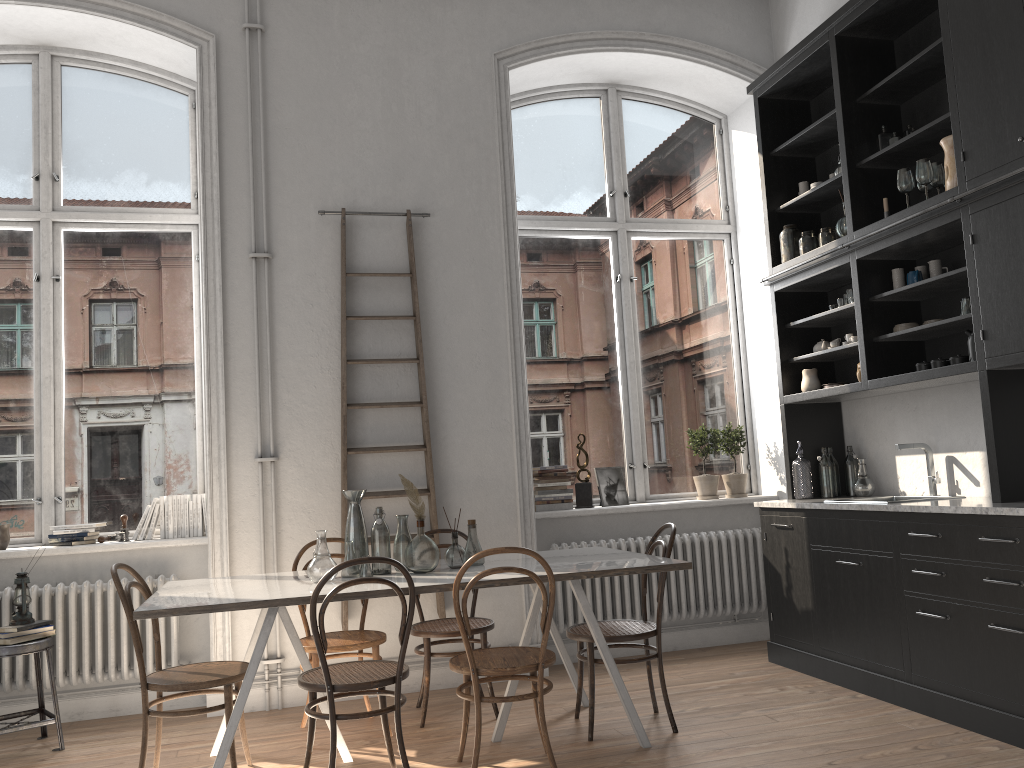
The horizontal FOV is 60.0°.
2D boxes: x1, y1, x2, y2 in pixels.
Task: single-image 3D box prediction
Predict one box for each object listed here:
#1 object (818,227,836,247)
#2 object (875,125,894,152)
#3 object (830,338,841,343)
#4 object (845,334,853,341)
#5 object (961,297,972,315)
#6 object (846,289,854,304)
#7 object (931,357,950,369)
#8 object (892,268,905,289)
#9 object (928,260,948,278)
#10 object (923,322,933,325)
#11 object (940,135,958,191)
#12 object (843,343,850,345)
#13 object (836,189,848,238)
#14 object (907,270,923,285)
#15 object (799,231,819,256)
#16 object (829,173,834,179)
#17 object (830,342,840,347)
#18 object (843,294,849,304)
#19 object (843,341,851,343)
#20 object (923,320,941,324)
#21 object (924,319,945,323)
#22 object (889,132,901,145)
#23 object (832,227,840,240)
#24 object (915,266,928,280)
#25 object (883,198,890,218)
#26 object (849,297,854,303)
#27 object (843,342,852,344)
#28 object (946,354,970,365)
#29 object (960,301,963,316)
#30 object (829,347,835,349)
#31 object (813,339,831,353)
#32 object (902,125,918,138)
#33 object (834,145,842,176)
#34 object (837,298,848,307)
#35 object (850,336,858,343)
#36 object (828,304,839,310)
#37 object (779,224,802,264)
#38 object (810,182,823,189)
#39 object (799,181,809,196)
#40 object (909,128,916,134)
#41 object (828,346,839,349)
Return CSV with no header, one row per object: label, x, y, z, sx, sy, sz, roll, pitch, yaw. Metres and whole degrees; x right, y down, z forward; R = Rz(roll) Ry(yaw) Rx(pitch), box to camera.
object,1.856,-0.839,5.222,0.096,0.150,0.097,0,-6,-27
object,2.010,-1.299,4.773,0.084,0.199,0.065,-4,-6,7
object,1.903,-0.244,5.226,0.055,0.047,0.058,-3,-6,-1
object,1.935,-0.258,5.082,0.039,0.055,0.049,-4,-6,5
object,2.151,-0.359,4.193,0.058,0.094,0.058,-6,-6,24
object,1.933,-0.483,5.033,0.060,0.107,0.060,-4,-6,12
object,2.072,-0.099,4.287,0.088,0.059,0.104,1,-7,-37
object,2.054,-0.539,4.698,0.059,0.135,0.082,-8,-8,42
object,2.178,-0.564,4.533,0.059,0.135,0.082,0,-7,-32
object,2.184,-0.293,4.565,0.132,0.038,0.132,-7,-7,32
object,2.066,-1.022,4.150,0.094,0.266,0.116,-6,-6,26
object,1.937,-0.221,5.072,0.085,0.015,0.085,0,-7,-29
object,1.852,-0.977,4.907,0.134,0.357,0.134,-6,-6,29
object,2.081,-0.532,4.583,0.082,0.093,0.140,-8,-7,39
object,1.777,-0.829,5.305,0.114,0.155,0.114,-2,-6,-12
object,1.955,-1.203,5.356,0.059,0.135,0.082,-4,-6,7
object,1.904,-0.224,5.224,0.058,0.033,0.056,2,-8,-41
object,1.966,-0.471,5.171,0.060,0.107,0.060,-8,-8,42
object,1.936,-0.234,5.074,0.085,0.016,0.085,-6,-7,25
object,2.184,-0.301,4.566,0.123,0.036,0.124,0,-7,-28
object,2.183,-0.309,4.567,0.112,0.036,0.112,-6,-7,27
object,2.024,-1.271,4.682,0.053,0.124,0.041,-8,-7,41
object,1.945,-0.845,5.340,0.092,0.184,0.092,-8,-7,40
object,2.148,-0.548,4.669,0.082,0.135,0.059,-5,-6,12
object,1.980,-0.909,4.686,0.123,0.161,0.123,-3,-6,-7
object,1.925,-0.460,4.961,0.072,0.047,0.072,-6,-6,22
object,1.937,-0.228,5.072,0.085,0.016,0.085,-5,-6,16
object,2.119,-0.111,4.196,0.104,0.059,0.088,-3,-6,-7
object,2.177,-0.354,4.260,0.058,0.094,0.058,-6,-6,24
object,1.907,-0.204,5.221,0.085,0.015,0.085,-3,-6,-2
object,1.890,-0.222,5.384,0.140,0.100,0.125,1,-7,-34
object,2.133,-1.297,4.743,0.065,0.176,0.084,-4,-6,6
object,1.913,-1.271,5.093,0.132,0.219,0.132,2,-7,-41
object,1.903,-0.456,5.098,0.064,0.069,0.064,-7,-7,32
object,1.933,-0.241,5.011,0.049,0.054,0.039,-4,-6,10
object,1.888,-0.435,5.178,0.072,0.047,0.072,-6,-6,22
object,1.718,-0.853,5.441,0.118,0.238,0.118,0,-6,-30
object,1.867,-1.173,5.407,0.096,0.095,0.096,-5,-6,19
object,1.815,-1.179,5.505,0.059,0.135,0.082,-5,-6,12
object,2.104,-1.279,4.638,0.044,0.121,0.058,-4,-6,11
object,1.906,-0.210,5.224,0.085,0.017,0.085,-1,-6,-20
